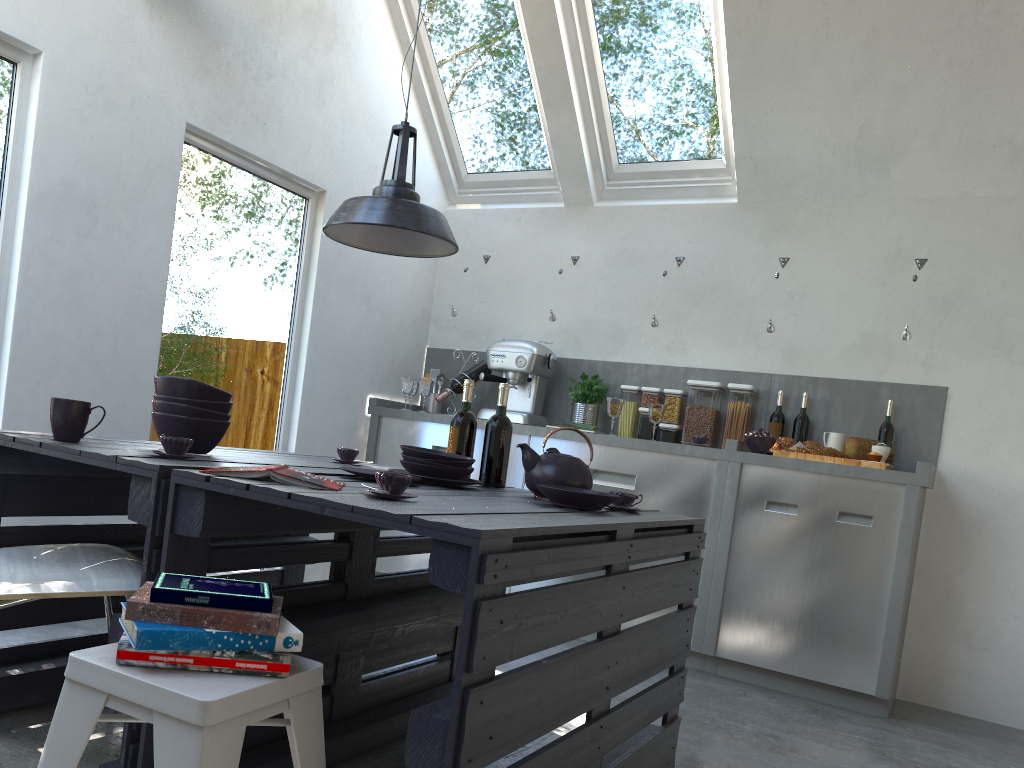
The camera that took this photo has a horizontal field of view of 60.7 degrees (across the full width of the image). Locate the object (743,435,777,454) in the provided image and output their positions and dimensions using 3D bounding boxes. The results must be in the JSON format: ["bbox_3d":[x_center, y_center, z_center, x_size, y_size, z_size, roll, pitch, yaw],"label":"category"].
[{"bbox_3d":[1.141,0.287,4.043,0.144,0.079,0.150,8,-3,-13],"label":"object"}]

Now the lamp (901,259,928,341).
[{"bbox_3d":[1.832,-0.395,3.997,0.063,0.438,0.316,9,1,28],"label":"lamp"}]

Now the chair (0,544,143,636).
[{"bbox_3d":[-1.247,0.518,2.167,0.737,0.821,0.727,8,-1,-30],"label":"chair"}]

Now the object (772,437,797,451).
[{"bbox_3d":[1.285,0.287,4.104,0.115,0.077,0.122,8,-2,-17],"label":"object"}]

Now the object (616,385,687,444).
[{"bbox_3d":[0.744,0.170,4.700,0.358,0.295,0.101,7,1,31],"label":"object"}]

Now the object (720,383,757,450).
[{"bbox_3d":[1.155,0.183,4.473,0.134,0.355,0.121,9,2,29],"label":"object"}]

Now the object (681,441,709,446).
[{"bbox_3d":[0.874,0.289,4.176,0.133,0.013,0.027,7,-3,7],"label":"object"}]

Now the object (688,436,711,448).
[{"bbox_3d":[0.903,0.278,4.205,0.123,0.056,0.110,5,-4,45],"label":"object"}]

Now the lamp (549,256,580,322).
[{"bbox_3d":[0.297,-0.544,4.929,0.061,0.436,0.327,9,0,17],"label":"lamp"}]

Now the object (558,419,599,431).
[{"bbox_3d":[0.318,0.217,4.586,0.292,0.053,0.134,4,-5,45],"label":"object"}]

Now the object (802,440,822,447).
[{"bbox_3d":[1.403,0.303,4.106,0.115,0.077,0.122,8,-2,-17],"label":"object"}]

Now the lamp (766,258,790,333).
[{"bbox_3d":[1.316,-0.445,4.313,0.061,0.436,0.327,9,0,17],"label":"lamp"}]

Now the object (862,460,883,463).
[{"bbox_3d":[1.518,0.332,3.789,0.019,0.003,0.204,11,-5,-37],"label":"object"}]

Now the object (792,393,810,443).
[{"bbox_3d":[1.426,0.215,4.316,0.076,0.345,0.068,9,2,33],"label":"object"}]

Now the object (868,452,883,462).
[{"bbox_3d":[1.573,0.318,3.793,0.061,0.046,0.057,7,-2,15],"label":"object"}]

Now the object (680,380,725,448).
[{"bbox_3d":[0.992,0.167,4.569,0.183,0.355,0.121,8,1,29],"label":"object"}]

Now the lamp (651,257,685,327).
[{"bbox_3d":[0.813,-0.493,4.613,0.063,0.438,0.316,9,1,28],"label":"lamp"}]

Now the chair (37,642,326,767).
[{"bbox_3d":[-0.578,0.734,1.548,0.439,0.505,0.418,8,0,25],"label":"chair"}]

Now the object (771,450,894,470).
[{"bbox_3d":[1.446,0.348,3.950,0.494,0.028,0.293,6,-4,30],"label":"object"}]

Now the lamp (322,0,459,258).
[{"bbox_3d":[-0.309,-0.986,2.712,0.452,1.099,0.409,9,1,30],"label":"lamp"}]

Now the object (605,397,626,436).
[{"bbox_3d":[0.511,0.166,4.405,0.096,0.192,0.100,8,1,-12],"label":"object"}]

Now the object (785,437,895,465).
[{"bbox_3d":[1.472,0.282,3.951,0.456,0.112,0.126,8,-1,2],"label":"object"}]

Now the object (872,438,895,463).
[{"bbox_3d":[1.617,0.289,3.834,0.071,0.121,0.075,8,0,-15],"label":"object"}]

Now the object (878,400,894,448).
[{"bbox_3d":[1.758,0.247,4.115,0.065,0.345,0.059,9,2,33],"label":"object"}]

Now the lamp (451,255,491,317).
[{"bbox_3d":[-0.253,-0.597,5.257,0.063,0.438,0.316,9,1,28],"label":"lamp"}]

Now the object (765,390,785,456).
[{"bbox_3d":[1.325,0.205,4.377,0.076,0.345,0.069,9,2,23],"label":"object"}]

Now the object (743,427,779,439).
[{"bbox_3d":[1.148,0.237,4.041,0.164,0.095,0.137,7,-2,16],"label":"object"}]

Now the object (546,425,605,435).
[{"bbox_3d":[0.334,0.242,4.577,0.274,0.012,0.173,6,-4,28],"label":"object"}]

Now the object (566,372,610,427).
[{"bbox_3d":[0.405,0.105,4.822,0.241,0.342,0.257,8,0,-18],"label":"object"}]

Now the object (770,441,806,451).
[{"bbox_3d":[1.326,0.297,4.090,0.191,0.059,0.207,11,-4,-40],"label":"object"}]

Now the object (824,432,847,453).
[{"bbox_3d":[1.494,0.287,4.044,0.085,0.120,0.085,8,0,-39],"label":"object"}]

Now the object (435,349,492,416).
[{"bbox_3d":[-0.314,-0.002,5.136,0.316,0.395,0.244,8,0,-31],"label":"object"}]

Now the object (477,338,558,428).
[{"bbox_3d":[0.027,-0.018,4.940,0.375,0.501,0.407,8,0,29],"label":"object"}]

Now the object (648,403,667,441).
[{"bbox_3d":[0.725,0.198,4.431,0.102,0.192,0.095,8,1,18],"label":"object"}]
